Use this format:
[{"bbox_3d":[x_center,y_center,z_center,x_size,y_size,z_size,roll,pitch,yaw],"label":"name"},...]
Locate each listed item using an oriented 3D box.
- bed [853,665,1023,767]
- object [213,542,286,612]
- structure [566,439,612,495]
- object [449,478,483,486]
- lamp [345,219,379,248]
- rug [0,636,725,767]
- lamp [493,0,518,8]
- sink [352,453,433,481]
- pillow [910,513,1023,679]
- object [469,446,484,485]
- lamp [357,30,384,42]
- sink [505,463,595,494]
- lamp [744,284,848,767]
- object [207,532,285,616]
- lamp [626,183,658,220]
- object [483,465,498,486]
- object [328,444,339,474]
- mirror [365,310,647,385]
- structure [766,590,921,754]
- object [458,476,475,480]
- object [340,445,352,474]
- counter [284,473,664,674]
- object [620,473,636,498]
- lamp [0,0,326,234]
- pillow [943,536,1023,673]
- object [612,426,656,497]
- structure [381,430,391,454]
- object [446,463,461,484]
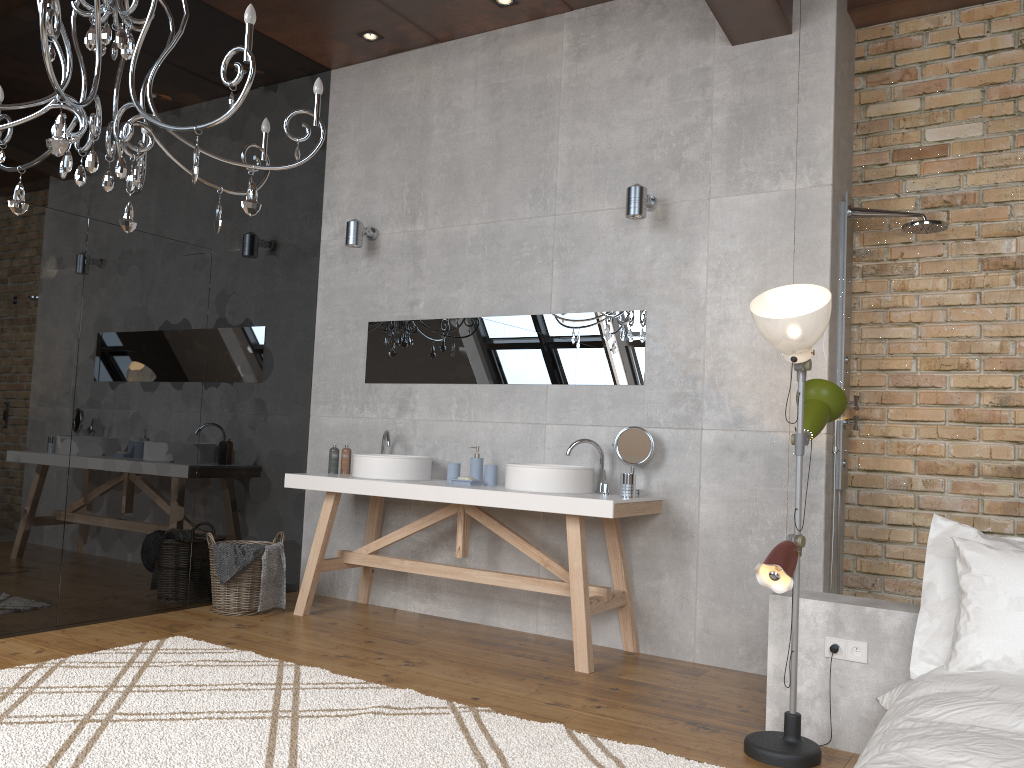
[{"bbox_3d":[1.644,0.953,1.455,2.300,0.442,2.169,0,-4,32],"label":"bed"},{"bbox_3d":[-1.475,1.043,4.853,0.378,0.361,0.357,0,-5,37],"label":"object"},{"bbox_3d":[0.400,0.408,4.418,0.242,0.268,0.141,1,-4,27],"label":"structure"},{"bbox_3d":[-0.239,0.511,4.605,0.147,0.031,0.100,0,-4,34],"label":"object"},{"bbox_3d":[-0.908,-0.905,5.387,0.101,0.168,0.243,0,-4,32],"label":"lamp"},{"bbox_3d":[-0.704,1.132,2.636,3.139,0.019,1.726,0,-4,32],"label":"rug"},{"bbox_3d":[-0.038,-2.072,4.770,0.115,0.027,0.113,0,-4,32],"label":"lamp"},{"bbox_3d":[-0.666,0.461,4.930,0.445,0.128,0.442,2,-4,14],"label":"sink"},{"bbox_3d":[2.033,0.681,2.363,1.746,0.517,0.358,0,-4,31],"label":"pillow"},{"bbox_3d":[-0.189,0.435,4.744,0.076,0.201,0.076,1,-4,25],"label":"object"},{"bbox_3d":[-0.842,-2.077,5.275,0.115,0.027,0.113,0,-4,32],"label":"lamp"},{"bbox_3d":[0.184,0.466,4.396,0.442,0.128,0.445,3,-4,-4],"label":"sink"},{"bbox_3d":[0.964,0.452,3.035,0.270,1.582,0.561,1,-4,29],"label":"lamp"},{"bbox_3d":[-1.484,1.036,4.902,0.393,0.432,0.393,1,-4,24],"label":"object"},{"bbox_3d":[0.648,-0.895,4.409,0.101,0.168,0.243,0,-4,32],"label":"lamp"},{"bbox_3d":[-0.111,0.481,4.677,0.075,0.108,0.075,5,-5,-37],"label":"object"},{"bbox_3d":[-1.034,0.437,5.151,0.058,0.172,0.058,2,-4,11],"label":"object"},{"bbox_3d":[-0.109,-0.188,4.938,1.838,0.377,0.007,0,-4,32],"label":"mirror"},{"bbox_3d":[2.167,1.021,2.527,2.820,0.494,0.206,0,-4,32],"label":"structure"},{"bbox_3d":[-0.238,0.497,4.606,0.084,0.035,0.067,0,-4,34],"label":"object"},{"bbox_3d":[-0.971,0.442,5.192,0.058,0.172,0.058,1,-4,18],"label":"object"},{"bbox_3d":[-0.262,0.908,4.634,2.011,0.765,0.630,0,-4,32],"label":"counter"},{"bbox_3d":[0.543,0.475,4.151,0.073,0.111,0.073,1,-4,24],"label":"object"},{"bbox_3d":[-1.414,-1.434,3.161,1.409,1.594,1.409,5,-5,-35],"label":"lamp"},{"bbox_3d":[1.600,0.658,2.439,0.744,0.397,0.276,0,-4,32],"label":"pillow"},{"bbox_3d":[0.591,0.375,4.321,0.192,0.338,0.118,3,-4,-11],"label":"object"},{"bbox_3d":[-0.753,0.401,5.143,0.242,0.268,0.141,0,-5,37],"label":"structure"},{"bbox_3d":[-0.309,0.474,4.710,0.075,0.108,0.075,4,-4,-22],"label":"object"}]
